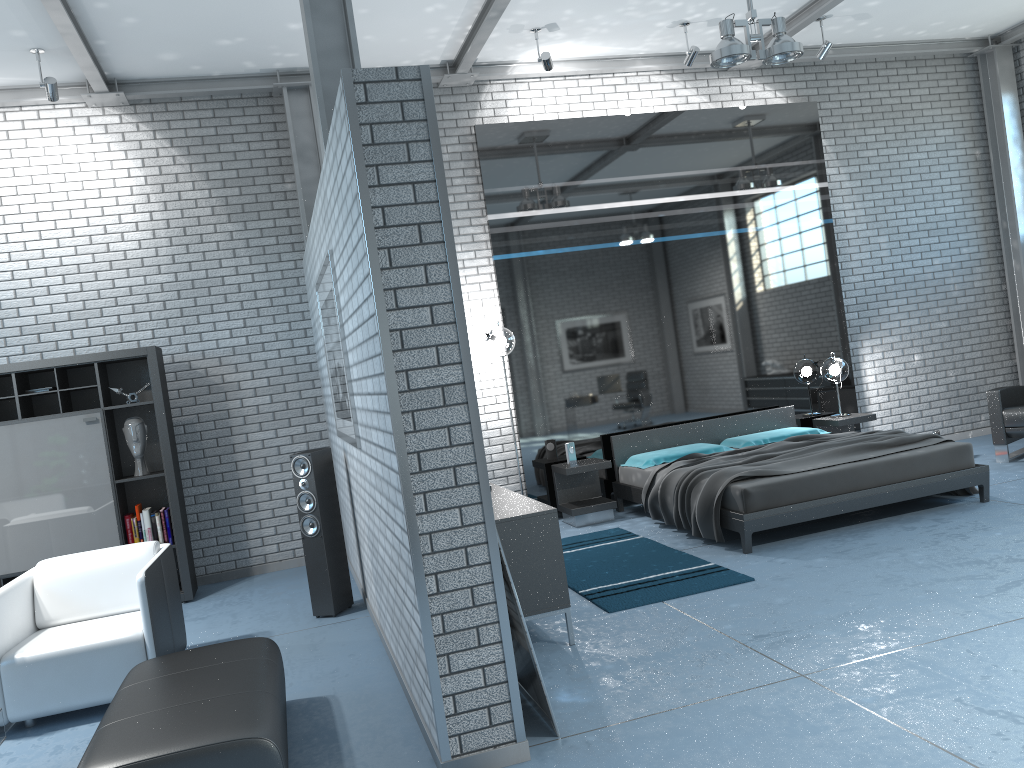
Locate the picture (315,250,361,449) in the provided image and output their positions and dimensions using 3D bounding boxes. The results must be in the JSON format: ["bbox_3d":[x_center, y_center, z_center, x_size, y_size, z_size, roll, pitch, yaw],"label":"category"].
[{"bbox_3d":[-1.035,-0.162,5.190,0.020,1.015,1.490,-8,1,-15],"label":"picture"}]

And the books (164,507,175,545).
[{"bbox_3d":[-2.574,1.068,6.664,0.027,0.263,0.155,-8,1,-15],"label":"books"}]

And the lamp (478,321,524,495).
[{"bbox_3d":[0.004,0.361,7.328,0.259,1.773,0.250,-7,1,30],"label":"lamp"}]

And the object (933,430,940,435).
[{"bbox_3d":[3.806,0.573,7.980,0.236,0.271,0.352,-7,2,39],"label":"object"}]

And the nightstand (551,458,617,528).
[{"bbox_3d":[0.617,0.918,7.534,0.400,0.501,0.400,-8,1,-15],"label":"nightstand"}]

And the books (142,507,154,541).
[{"bbox_3d":[-2.706,1.075,6.624,0.046,0.288,0.164,-8,1,-15],"label":"books"}]

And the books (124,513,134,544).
[{"bbox_3d":[-2.831,1.103,6.594,0.049,0.270,0.155,-8,1,-15],"label":"books"}]

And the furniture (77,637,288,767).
[{"bbox_3d":[-1.238,1.325,3.466,0.685,0.301,1.291,-8,1,-15],"label":"furniture"}]

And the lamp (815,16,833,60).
[{"bbox_3d":[2.693,-2.999,7.714,0.161,0.343,0.137,-7,2,45],"label":"lamp"}]

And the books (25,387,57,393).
[{"bbox_3d":[-3.423,0.041,6.472,0.190,0.015,0.135,-8,1,-4],"label":"books"}]

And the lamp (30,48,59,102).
[{"bbox_3d":[-3.223,-2.125,6.117,0.137,0.332,0.167,-9,1,-25],"label":"lamp"}]

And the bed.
[{"bbox_3d":[2.155,0.635,6.982,2.290,0.674,2.261,-8,1,-15],"label":"bed"}]

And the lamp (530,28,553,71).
[{"bbox_3d":[0.236,-2.649,7.038,0.137,0.311,0.166,-8,1,10],"label":"lamp"}]

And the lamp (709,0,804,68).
[{"bbox_3d":[1.520,-2.519,5.707,0.639,0.872,0.300,-8,1,-15],"label":"lamp"}]

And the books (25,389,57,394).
[{"bbox_3d":[-3.420,0.056,6.462,0.190,0.015,0.135,-8,1,7],"label":"books"}]

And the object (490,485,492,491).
[{"bbox_3d":[-0.338,0.547,5.350,0.369,0.237,0.221,-7,2,40],"label":"object"}]

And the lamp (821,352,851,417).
[{"bbox_3d":[3.031,-0.004,8.270,0.259,0.596,0.250,-8,1,-7],"label":"lamp"}]

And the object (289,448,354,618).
[{"bbox_3d":[-1.213,0.946,5.661,0.159,1.045,0.254,-8,1,20],"label":"object"}]

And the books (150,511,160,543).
[{"bbox_3d":[-2.666,1.085,6.645,0.038,0.256,0.144,-8,1,-15],"label":"books"}]

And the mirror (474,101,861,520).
[{"bbox_3d":[1.544,-0.743,8.144,3.400,3.500,0.050,-8,1,-15],"label":"mirror"}]

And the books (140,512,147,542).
[{"bbox_3d":[-2.738,1.089,6.621,0.020,0.270,0.153,-8,1,-15],"label":"books"}]

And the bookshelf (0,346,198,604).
[{"bbox_3d":[-3.464,0.807,6.485,1.930,1.920,0.419,-8,1,-15],"label":"bookshelf"}]

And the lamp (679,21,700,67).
[{"bbox_3d":[1.460,-2.821,7.381,0.137,0.332,0.167,-9,1,-25],"label":"lamp"}]

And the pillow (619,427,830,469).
[{"bbox_3d":[1.854,0.545,7.739,1.810,0.115,0.567,-8,1,-15],"label":"pillow"}]

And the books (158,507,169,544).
[{"bbox_3d":[-2.605,1.069,6.655,0.038,0.270,0.155,-8,1,-15],"label":"books"}]

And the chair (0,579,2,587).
[{"bbox_3d":[-3.084,1.388,4.505,0.767,0.661,0.919,-9,1,-17],"label":"chair"}]

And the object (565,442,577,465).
[{"bbox_3d":[0.500,0.588,7.534,0.032,0.184,0.100,-7,2,43],"label":"object"}]

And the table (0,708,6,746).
[{"bbox_3d":[-2.414,1.551,3.141,0.900,0.300,0.900,-8,1,-15],"label":"table"}]

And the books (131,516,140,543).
[{"bbox_3d":[-2.786,1.109,6.598,0.038,0.244,0.171,-8,1,-15],"label":"books"}]

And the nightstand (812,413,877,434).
[{"bbox_3d":[3.102,0.548,8.205,0.400,0.501,0.400,-8,1,-15],"label":"nightstand"}]

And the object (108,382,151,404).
[{"bbox_3d":[-2.852,0.076,6.647,0.322,0.147,0.072,-9,2,-44],"label":"object"}]

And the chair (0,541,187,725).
[{"bbox_3d":[-2.218,1.260,4.700,0.767,0.661,0.919,-8,1,-13],"label":"chair"}]

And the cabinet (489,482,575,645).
[{"bbox_3d":[-0.266,1.001,5.378,0.510,0.682,2.250,-8,1,-15],"label":"cabinet"}]

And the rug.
[{"bbox_3d":[0.687,1.195,5.929,0.886,0.012,2.060,-8,1,-15],"label":"rug"}]

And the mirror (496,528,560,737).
[{"bbox_3d":[-0.051,0.861,3.633,0.165,0.978,0.674,-8,1,-15],"label":"mirror"}]

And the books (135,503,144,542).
[{"bbox_3d":[-2.764,1.063,6.613,0.026,0.329,0.155,-8,1,-15],"label":"books"}]

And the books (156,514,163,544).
[{"bbox_3d":[-2.633,1.094,6.648,0.026,0.229,0.155,-8,1,-15],"label":"books"}]

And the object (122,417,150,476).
[{"bbox_3d":[-2.809,0.467,6.655,0.156,0.443,0.156,-7,1,29],"label":"object"}]

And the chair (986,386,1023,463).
[{"bbox_3d":[4.615,0.046,7.534,0.940,1.099,0.763,-9,2,-40],"label":"chair"}]
